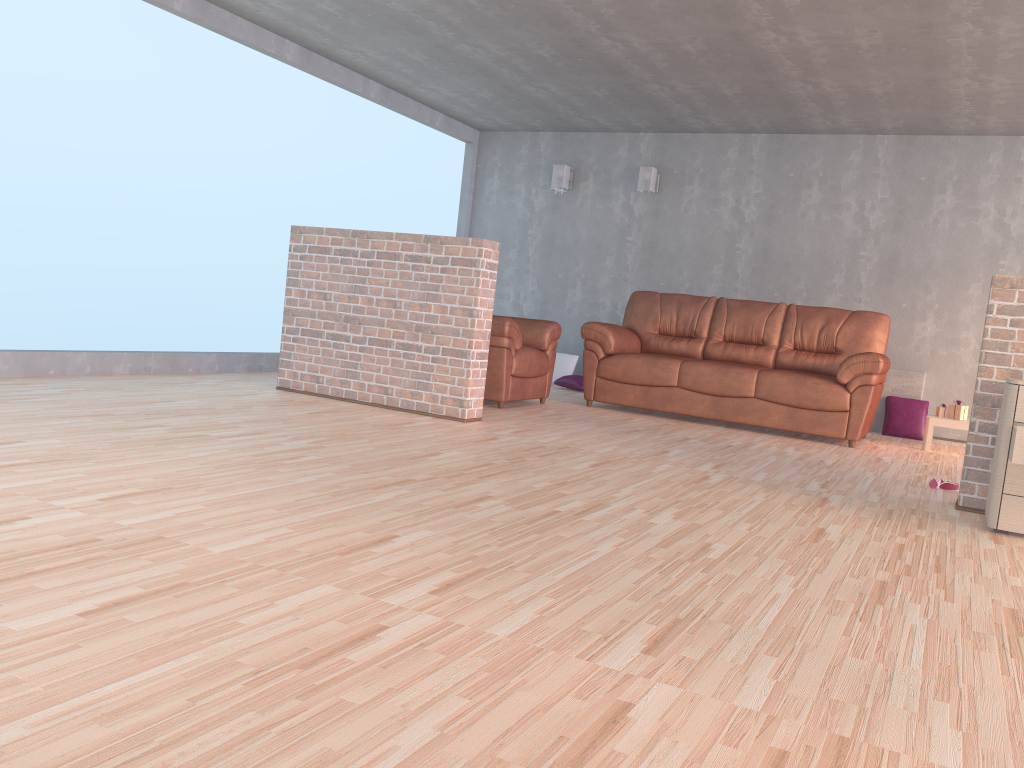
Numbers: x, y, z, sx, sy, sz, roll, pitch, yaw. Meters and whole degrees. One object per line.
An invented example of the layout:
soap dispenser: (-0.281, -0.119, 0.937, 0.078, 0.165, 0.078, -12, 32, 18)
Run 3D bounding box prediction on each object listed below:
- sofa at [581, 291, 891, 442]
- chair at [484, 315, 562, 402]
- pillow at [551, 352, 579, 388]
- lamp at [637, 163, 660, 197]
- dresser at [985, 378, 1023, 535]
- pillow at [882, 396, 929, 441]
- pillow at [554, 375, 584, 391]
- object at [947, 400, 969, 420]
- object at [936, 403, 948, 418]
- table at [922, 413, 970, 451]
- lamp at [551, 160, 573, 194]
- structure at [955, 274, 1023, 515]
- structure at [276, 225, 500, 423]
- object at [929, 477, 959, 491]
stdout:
sofa: (1.694, -0.209, 6.778, 2.202, 0.923, 0.981, 9, 5, 26)
chair: (-0.236, -0.375, 6.504, 0.936, 0.879, 0.970, 8, 5, 25)
pillow: (0.445, -0.137, 8.565, 0.327, 0.326, 0.241, 9, 5, 30)
lamp: (1.270, -1.900, 8.277, 0.165, 0.319, 0.177, 9, 5, 26)
dresser: (2.712, 0.397, 3.216, 1.686, 0.612, 0.605, 9, 5, 26)
pillow: (3.182, 0.278, 7.171, 0.327, 0.326, 0.241, 8, 5, 20)
pillow: (0.632, -0.013, 8.304, 0.365, 0.130, 0.392, 2, 6, -43)
object: (3.227, 0.185, 6.413, 0.102, 0.147, 0.099, 3, 6, -35)
object: (3.196, 0.197, 6.510, 0.152, 0.105, 0.080, 6, 5, -5)
table: (3.308, 0.385, 6.458, 0.548, 0.241, 0.548, 9, 5, 26)
lamp: (0.484, -2.018, 8.665, 0.165, 0.319, 0.168, 9, 5, 26)
structure: (2.727, 0.133, 3.719, 1.422, 1.057, 0.211, 9, 5, 26)
structure: (-0.796, -0.398, 5.477, 1.422, 1.057, 0.211, 9, 5, 26)
object: (2.210, 0.512, 4.530, 0.192, 0.066, 0.078, 4, 5, -27)
